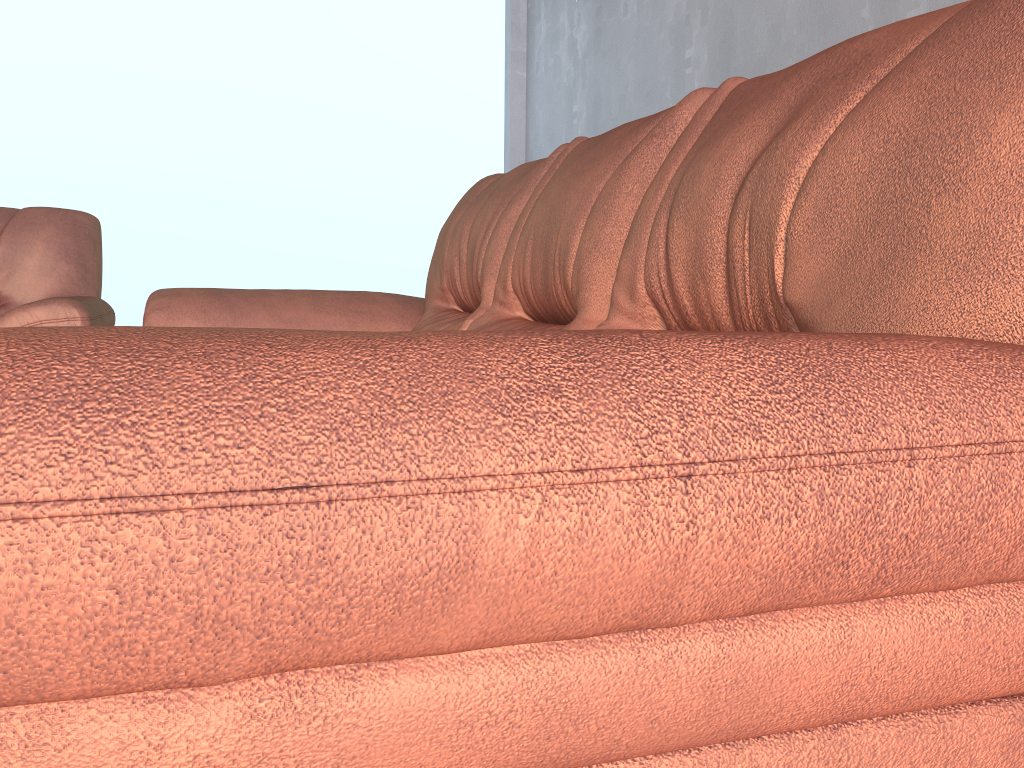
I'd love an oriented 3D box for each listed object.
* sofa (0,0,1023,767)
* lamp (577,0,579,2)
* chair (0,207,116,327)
[{"bbox_3d":[-0.171,0.004,1.467,0.981,0.923,2.202,-2,7,-18],"label":"sofa"},{"bbox_3d":[0.306,-1.764,3.690,0.168,0.319,0.165,-2,7,-18],"label":"lamp"},{"bbox_3d":[-1.723,-0.124,2.651,0.970,0.879,0.936,-2,7,-19],"label":"chair"}]
